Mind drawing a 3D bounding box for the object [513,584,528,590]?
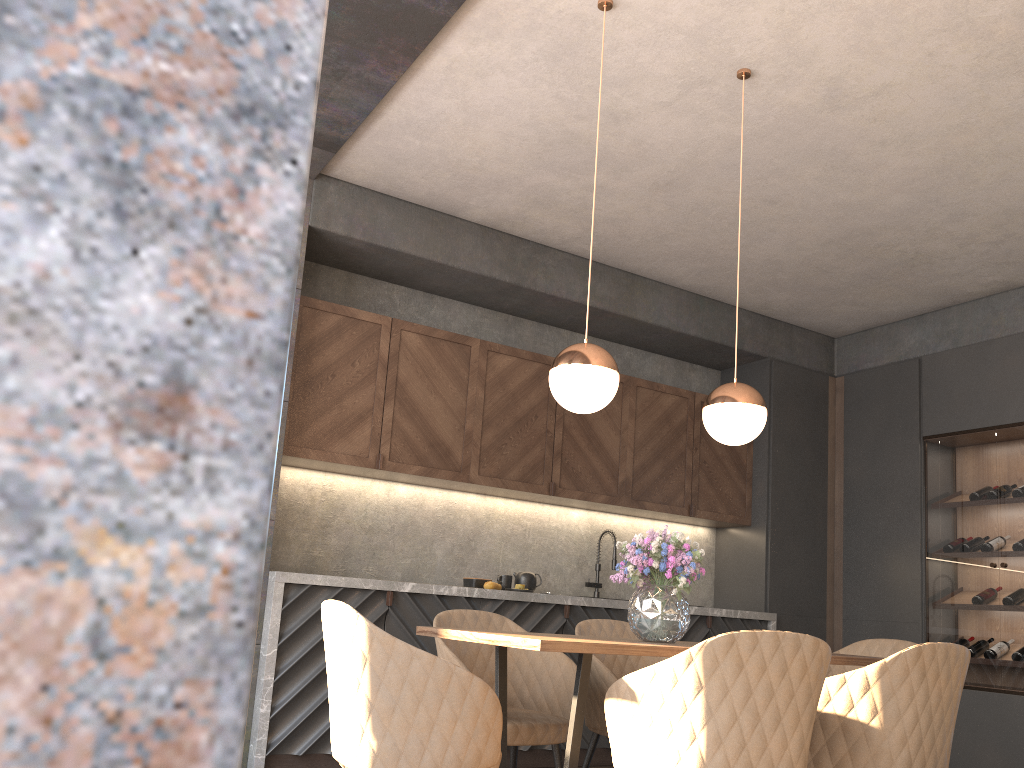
[{"bbox_3d":[0.046,1.194,5.162,0.120,0.044,0.117,10,-15,-24],"label":"object"}]

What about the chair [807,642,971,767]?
[{"bbox_3d":[1.054,1.178,2.630,0.560,0.823,0.514,12,-14,-35],"label":"chair"}]

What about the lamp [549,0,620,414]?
[{"bbox_3d":[0.289,-0.649,3.103,0.240,1.520,0.241,8,-11,-24],"label":"lamp"}]

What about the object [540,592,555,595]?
[{"bbox_3d":[-0.023,1.207,5.166,0.494,0.039,0.287,14,-18,-34],"label":"object"}]

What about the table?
[{"bbox_3d":[0.477,1.252,2.941,1.477,0.757,0.777,12,-14,-30],"label":"table"}]

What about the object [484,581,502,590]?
[{"bbox_3d":[-0.106,1.172,5.103,0.071,0.054,0.307,2,-15,11],"label":"object"}]

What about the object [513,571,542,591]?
[{"bbox_3d":[0.089,1.212,5.382,0.153,0.135,0.138,-4,-14,32],"label":"object"}]

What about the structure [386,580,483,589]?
[{"bbox_3d":[-0.550,1.121,4.915,0.615,0.017,0.510,12,-17,-29],"label":"structure"}]

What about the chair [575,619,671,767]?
[{"bbox_3d":[0.520,1.398,3.619,0.559,0.823,0.515,11,-13,-30],"label":"chair"}]

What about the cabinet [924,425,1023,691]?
[{"bbox_3d":[3.120,1.082,5.480,0.339,1.559,1.009,10,-12,-29],"label":"cabinet"}]

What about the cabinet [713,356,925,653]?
[{"bbox_3d":[2.309,1.235,6.274,1.195,2.711,1.214,10,-12,-30],"label":"cabinet"}]

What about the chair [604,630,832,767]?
[{"bbox_3d":[0.533,1.062,2.322,0.557,0.823,0.516,8,-12,-20],"label":"chair"}]

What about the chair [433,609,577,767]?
[{"bbox_3d":[-0.047,1.279,3.313,0.560,0.823,0.514,12,-14,-35],"label":"chair"}]

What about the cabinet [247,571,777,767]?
[{"bbox_3d":[0.135,1.731,5.239,3.417,0.935,0.606,12,-14,-30],"label":"cabinet"}]

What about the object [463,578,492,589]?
[{"bbox_3d":[-0.205,1.181,5.216,0.117,0.067,0.159,-9,-19,43],"label":"object"}]

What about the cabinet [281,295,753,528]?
[{"bbox_3d":[0.179,0.292,5.588,3.417,0.852,0.373,12,-13,-30],"label":"cabinet"}]

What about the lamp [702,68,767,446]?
[{"bbox_3d":[0.887,-0.517,3.453,0.239,1.520,0.242,-3,-12,35],"label":"lamp"}]

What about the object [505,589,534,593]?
[{"bbox_3d":[0.045,1.211,5.159,0.170,0.020,0.173,5,-15,-4],"label":"object"}]

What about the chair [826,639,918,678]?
[{"bbox_3d":[1.278,1.389,3.382,0.513,0.823,0.561,9,-12,-25],"label":"chair"}]

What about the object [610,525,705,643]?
[{"bbox_3d":[0.512,0.690,3.069,0.329,0.402,0.302,-3,-13,29],"label":"object"}]

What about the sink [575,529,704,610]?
[{"bbox_3d":[0.733,1.214,5.718,0.969,0.538,0.465,12,-14,-30],"label":"sink"}]

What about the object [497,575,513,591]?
[{"bbox_3d":[-0.045,1.200,5.305,0.090,0.102,0.114,4,-12,2],"label":"object"}]

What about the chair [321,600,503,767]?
[{"bbox_3d":[-0.305,1.047,2.490,0.513,0.823,0.561,9,-12,-25],"label":"chair"}]
